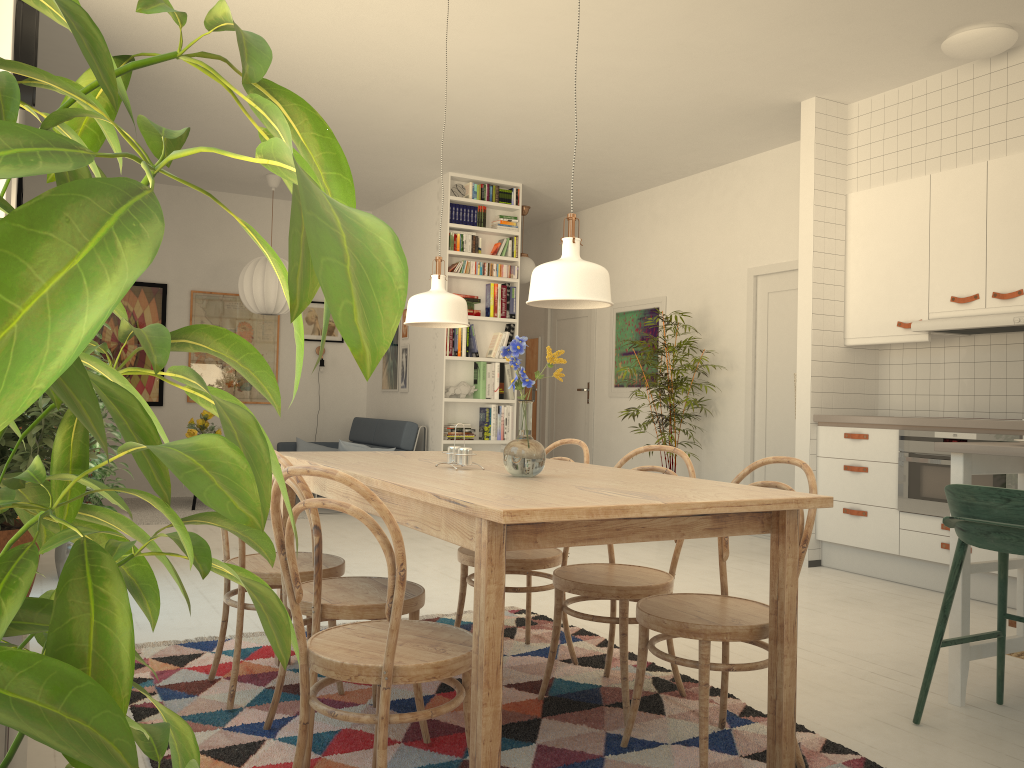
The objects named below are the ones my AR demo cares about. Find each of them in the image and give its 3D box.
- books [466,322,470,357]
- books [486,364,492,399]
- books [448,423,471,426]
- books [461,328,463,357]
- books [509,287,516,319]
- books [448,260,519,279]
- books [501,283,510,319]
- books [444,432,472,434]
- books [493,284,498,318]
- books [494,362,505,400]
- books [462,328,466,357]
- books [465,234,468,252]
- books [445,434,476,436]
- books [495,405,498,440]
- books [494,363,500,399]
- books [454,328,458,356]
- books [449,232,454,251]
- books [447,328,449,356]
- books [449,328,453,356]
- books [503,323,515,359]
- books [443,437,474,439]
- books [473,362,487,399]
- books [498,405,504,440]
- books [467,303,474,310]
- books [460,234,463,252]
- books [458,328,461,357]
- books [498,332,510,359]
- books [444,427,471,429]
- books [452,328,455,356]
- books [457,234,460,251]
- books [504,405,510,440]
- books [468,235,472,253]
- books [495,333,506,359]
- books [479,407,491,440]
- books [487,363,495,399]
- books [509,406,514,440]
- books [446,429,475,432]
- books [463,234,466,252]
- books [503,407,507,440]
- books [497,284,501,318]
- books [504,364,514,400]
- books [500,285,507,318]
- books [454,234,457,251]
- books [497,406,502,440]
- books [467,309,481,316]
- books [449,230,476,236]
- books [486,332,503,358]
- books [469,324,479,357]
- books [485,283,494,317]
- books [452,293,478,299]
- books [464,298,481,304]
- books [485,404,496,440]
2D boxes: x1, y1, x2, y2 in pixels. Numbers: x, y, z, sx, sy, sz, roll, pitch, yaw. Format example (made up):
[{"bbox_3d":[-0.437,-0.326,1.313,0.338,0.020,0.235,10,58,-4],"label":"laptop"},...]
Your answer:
[{"bbox_3d":[-0.417,-0.382,7.687,0.033,0.306,0.150,2,-2,-29],"label":"books"},{"bbox_3d":[-0.248,-0.018,7.794,0.065,0.311,0.199,2,-2,-29],"label":"books"},{"bbox_3d":[-0.459,0.349,7.647,0.166,0.019,0.127,2,-1,-35],"label":"books"},{"bbox_3d":[-0.480,-0.381,7.678,0.020,0.304,0.193,2,-2,-29],"label":"books"},{"bbox_3d":[-0.030,-0.716,7.918,0.054,0.289,0.179,2,-2,-29],"label":"books"},{"bbox_3d":[-0.301,-0.993,7.783,0.664,0.110,0.278,2,-1,-29],"label":"books"},{"bbox_3d":[-0.072,-0.731,7.897,0.039,0.317,0.161,2,-2,-29],"label":"books"},{"bbox_3d":[-0.478,0.418,7.634,0.238,0.012,0.120,2,-1,-34],"label":"books"},{"bbox_3d":[-0.185,-0.728,7.848,0.039,0.302,0.199,2,-2,-29],"label":"books"},{"bbox_3d":[-0.139,-0.026,7.854,0.056,0.327,0.202,2,-2,-29],"label":"books"},{"bbox_3d":[-0.450,-0.376,7.678,0.032,0.291,0.189,2,-2,-29],"label":"books"},{"bbox_3d":[-0.443,-1.206,7.709,0.028,0.159,0.222,2,-2,-29],"label":"books"},{"bbox_3d":[-0.464,0.440,7.683,0.255,0.014,0.197,2,-1,-19],"label":"books"},{"bbox_3d":[-0.190,0.337,7.837,0.027,0.311,0.228,2,-2,-29],"label":"books"},{"bbox_3d":[-0.183,-0.025,7.835,0.037,0.324,0.240,2,-2,-29],"label":"books"},{"bbox_3d":[-0.518,-0.378,7.646,0.030,0.289,0.200,2,-2,-29],"label":"books"},{"bbox_3d":[-0.555,-1.211,7.631,0.034,0.162,0.197,2,-2,-29],"label":"books"},{"bbox_3d":[-0.589,-0.386,7.617,0.015,0.301,0.207,2,-2,-29],"label":"books"},{"bbox_3d":[-0.564,-0.380,7.622,0.032,0.291,0.203,2,-2,-29],"label":"books"},{"bbox_3d":[-0.055,-0.376,7.901,0.092,0.319,0.179,2,-2,-29],"label":"books"},{"bbox_3d":[-0.480,0.463,7.635,0.246,0.014,0.173,2,-1,-30],"label":"books"},{"bbox_3d":[-0.300,-0.030,7.762,0.056,0.328,0.228,2,-2,-29],"label":"books"},{"bbox_3d":[-0.132,0.341,7.859,0.025,0.305,0.213,2,-2,-29],"label":"books"},{"bbox_3d":[-0.454,-0.673,7.693,0.128,0.064,0.268,1,-1,32],"label":"books"},{"bbox_3d":[-0.477,-1.207,7.689,0.024,0.155,0.188,2,-2,-29],"label":"books"},{"bbox_3d":[-0.492,-0.361,7.652,0.024,0.260,0.199,2,-2,-29],"label":"books"},{"bbox_3d":[-0.105,-0.339,7.881,0.092,0.244,0.196,2,-2,-29],"label":"books"},{"bbox_3d":[-0.488,0.380,7.645,0.221,0.010,0.169,2,-1,-26],"label":"books"},{"bbox_3d":[-0.541,-0.392,7.635,0.021,0.317,0.179,2,-2,-29],"label":"books"},{"bbox_3d":[-0.502,-1.206,7.658,0.023,0.152,0.199,2,-2,-29],"label":"books"},{"bbox_3d":[-0.073,0.343,7.863,0.037,0.308,0.161,2,-2,-29],"label":"books"},{"bbox_3d":[-0.411,-1.203,7.717,0.035,0.158,0.199,2,-2,-29],"label":"books"},{"bbox_3d":[-0.133,-0.334,7.840,0.105,0.225,0.138,2,-2,-29],"label":"books"},{"bbox_3d":[-0.253,0.348,7.787,0.057,0.284,0.200,2,-2,-29],"label":"books"},{"bbox_3d":[-0.218,-0.025,7.831,0.023,0.321,0.235,2,-2,-29],"label":"books"},{"bbox_3d":[-0.056,0.346,7.907,0.039,0.303,0.229,2,-2,-29],"label":"books"},{"bbox_3d":[-0.454,0.400,7.671,0.235,0.025,0.163,2,-1,-22],"label":"books"},{"bbox_3d":[-0.453,-1.205,7.684,0.012,0.155,0.208,2,-2,-29],"label":"books"},{"bbox_3d":[-0.105,0.349,7.857,0.022,0.291,0.208,2,-2,-29],"label":"books"},{"bbox_3d":[-0.154,-0.726,7.859,0.029,0.301,0.185,2,-2,-29],"label":"books"},{"bbox_3d":[-0.073,-0.017,7.897,0.099,0.316,0.229,2,-2,-29],"label":"books"},{"bbox_3d":[-0.113,-0.720,7.874,0.059,0.291,0.182,2,-2,-29],"label":"books"},{"bbox_3d":[-0.529,-1.205,7.649,0.030,0.149,0.202,2,-2,-29],"label":"books"},{"bbox_3d":[-0.143,0.345,7.816,0.035,0.304,0.150,2,-2,-29],"label":"books"},{"bbox_3d":[-0.449,-0.614,7.684,0.300,0.056,0.202,2,-1,-29],"label":"books"},{"bbox_3d":[-0.464,-1.297,7.696,0.255,0.022,0.189,2,-1,-18],"label":"books"},{"bbox_3d":[-0.161,-0.338,7.817,0.115,0.232,0.133,2,-2,-29],"label":"books"},{"bbox_3d":[-0.367,-0.371,7.728,0.093,0.288,0.200,2,-2,-29],"label":"books"},{"bbox_3d":[-0.219,-0.731,7.837,0.032,0.300,0.200,2,-2,-29],"label":"books"},{"bbox_3d":[-0.460,-0.754,7.696,0.266,0.026,0.203,2,-1,-39],"label":"books"},{"bbox_3d":[-0.457,-0.724,7.706,0.314,0.035,0.205,2,-1,-29],"label":"books"},{"bbox_3d":[-0.217,0.335,7.819,0.037,0.312,0.241,2,-2,-29],"label":"books"}]
